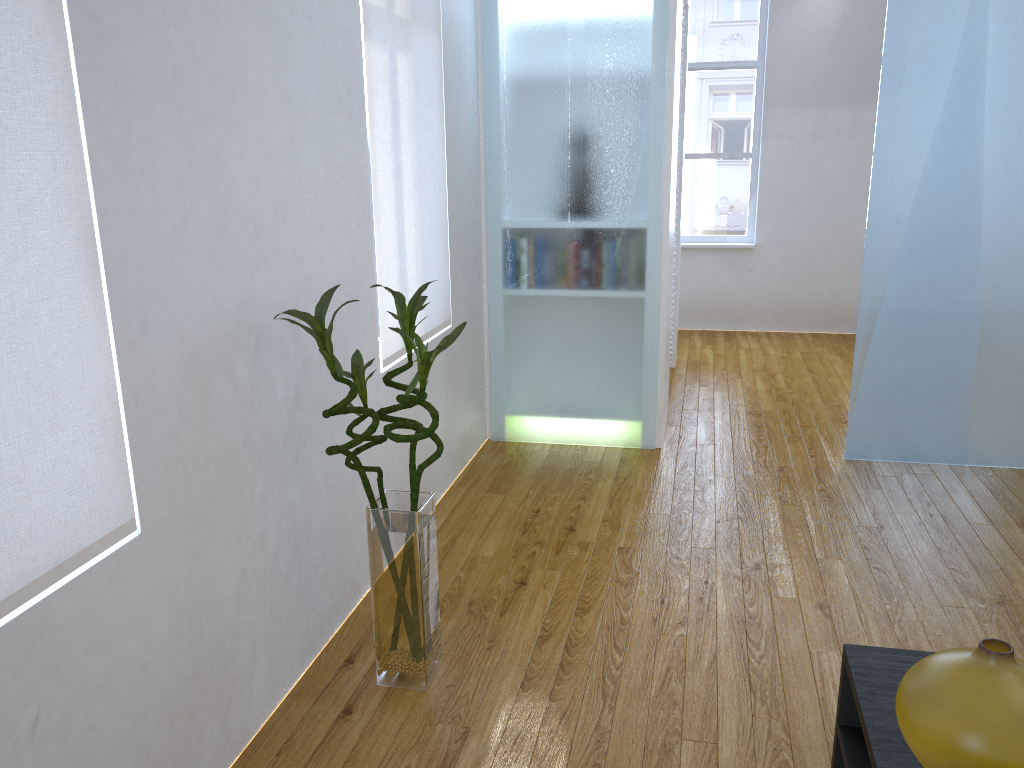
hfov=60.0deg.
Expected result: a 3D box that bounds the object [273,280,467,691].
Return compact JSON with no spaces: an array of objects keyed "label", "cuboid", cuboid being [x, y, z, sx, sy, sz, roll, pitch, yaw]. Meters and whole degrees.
[{"label":"object","cuboid":[-0.324,0.262,2.071,0.380,0.988,0.480,-5,16,-15]}]

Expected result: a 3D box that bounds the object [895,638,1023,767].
[{"label":"object","cuboid":[0.590,0.422,1.106,0.206,0.217,0.206,-12,19,-35]}]

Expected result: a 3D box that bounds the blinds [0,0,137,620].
[{"label":"blinds","cuboid":[-0.750,-0.677,0.893,0.007,2.128,0.755,3,16,12]}]

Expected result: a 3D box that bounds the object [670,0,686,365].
[{"label":"object","cuboid":[0.842,-0.971,4.666,0.051,2.033,0.915,3,16,12]}]

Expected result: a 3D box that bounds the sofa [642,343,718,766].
[{"label":"sofa","cuboid":[2.062,0.531,1.532,5.335,0.685,9.647,2,15,12]}]

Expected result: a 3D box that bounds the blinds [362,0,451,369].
[{"label":"blinds","cuboid":[-0.331,-1.160,2.756,0.007,2.129,0.755,3,16,12]}]

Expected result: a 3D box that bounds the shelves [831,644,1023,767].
[{"label":"shelves","cuboid":[0.654,0.750,1.174,0.349,0.455,0.724,3,15,12]}]
